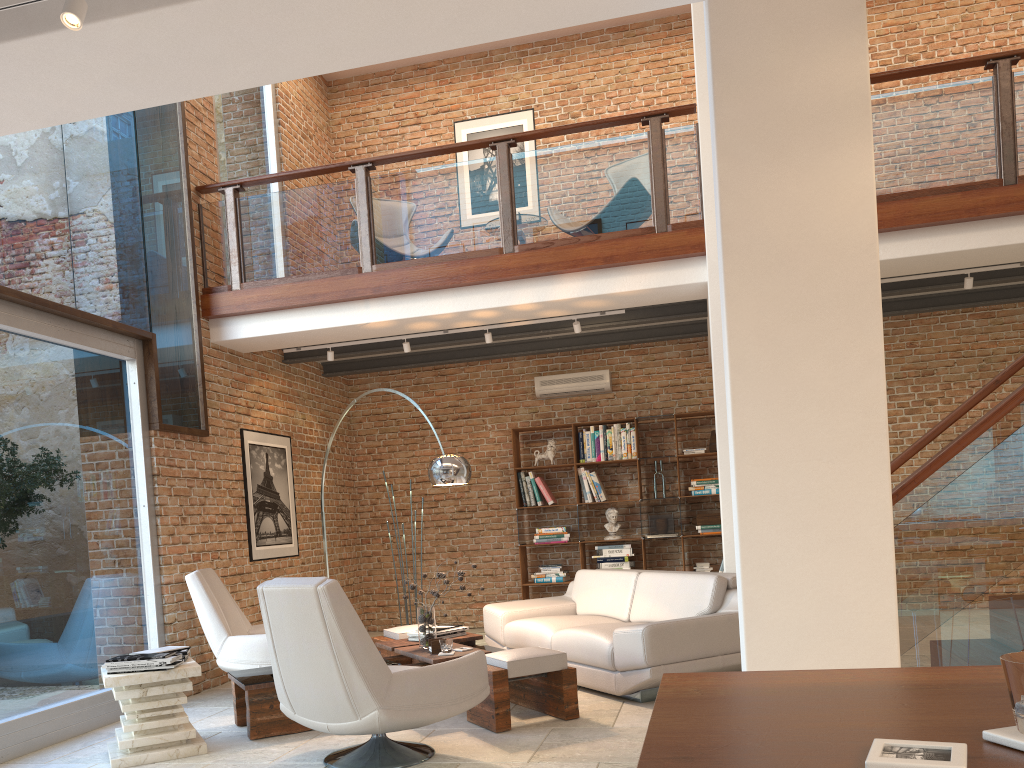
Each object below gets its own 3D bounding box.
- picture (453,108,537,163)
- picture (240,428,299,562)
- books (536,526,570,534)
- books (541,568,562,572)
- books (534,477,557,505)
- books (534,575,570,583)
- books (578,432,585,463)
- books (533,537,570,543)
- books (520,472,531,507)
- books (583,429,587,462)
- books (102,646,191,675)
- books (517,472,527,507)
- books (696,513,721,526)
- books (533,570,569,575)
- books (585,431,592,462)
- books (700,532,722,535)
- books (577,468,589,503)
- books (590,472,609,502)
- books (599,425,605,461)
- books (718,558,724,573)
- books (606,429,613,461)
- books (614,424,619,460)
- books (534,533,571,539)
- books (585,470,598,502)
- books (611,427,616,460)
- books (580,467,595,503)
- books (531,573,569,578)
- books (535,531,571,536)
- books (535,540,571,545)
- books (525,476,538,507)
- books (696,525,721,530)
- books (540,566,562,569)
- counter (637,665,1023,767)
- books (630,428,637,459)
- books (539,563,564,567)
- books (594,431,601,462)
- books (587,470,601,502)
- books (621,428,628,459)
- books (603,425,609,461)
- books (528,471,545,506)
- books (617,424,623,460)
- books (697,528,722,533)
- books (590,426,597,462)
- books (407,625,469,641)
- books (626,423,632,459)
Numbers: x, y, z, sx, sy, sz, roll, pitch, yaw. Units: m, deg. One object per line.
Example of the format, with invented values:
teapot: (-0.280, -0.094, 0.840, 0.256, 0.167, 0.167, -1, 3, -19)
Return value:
picture: (-0.168, -2.367, 9.630, 0.916, 1.191, 0.027, -4, 2, 13)
picture: (-2.254, 1.048, 8.162, 0.027, 1.188, 0.916, -3, -2, 12)
books: (0.448, 1.585, 9.458, 0.328, 0.055, 0.257, -6, -9, 15)
books: (0.432, 2.025, 9.495, 0.206, 0.033, 0.133, -6, -8, 13)
books: (0.370, 1.166, 9.477, 0.195, 0.316, 0.255, -4, -3, 12)
books: (0.440, 2.121, 9.475, 0.328, 0.055, 0.256, -7, -9, 22)
books: (0.765, 0.691, 9.358, 0.056, 0.327, 0.255, -3, -2, 12)
books: (0.435, 1.688, 9.454, 0.380, 0.036, 0.246, -5, -9, 8)
books: (0.172, 1.152, 9.510, 0.091, 0.382, 0.244, -3, -1, 12)
books: (0.801, 0.673, 9.348, 0.021, 0.357, 0.272, -3, -2, 12)
books: (-2.071, 1.591, 5.063, 0.389, 0.079, 0.575, -3, -9, -3)
books: (0.133, 1.155, 9.510, 0.091, 0.382, 0.244, -3, -1, 12)
books: (2.091, 1.406, 9.071, 0.336, 0.118, 0.214, -5, -7, 13)
books: (0.430, 2.048, 9.473, 0.380, 0.018, 0.247, -5, -9, 5)
books: (0.836, 0.681, 9.322, 0.056, 0.327, 0.255, -3, -2, 12)
books: (2.141, 1.546, 9.077, 0.356, 0.020, 0.274, -5, -9, 11)
books: (0.780, 1.093, 9.376, 0.102, 0.381, 0.244, -4, -1, 12)
books: (0.934, 1.101, 9.322, 0.158, 0.327, 0.255, -4, -2, 12)
books: (0.971, 0.640, 9.289, 0.036, 0.381, 0.244, -3, -1, 12)
books: (2.225, 1.787, 9.081, 0.163, 0.370, 0.244, -4, -2, 12)
books: (1.053, 0.658, 9.266, 0.056, 0.327, 0.255, -3, -2, 12)
books: (1.124, 0.628, 9.278, 0.036, 0.381, 0.244, -3, -1, 12)
books: (0.442, 1.650, 9.444, 0.380, 0.036, 0.247, -5, -9, 6)
books: (0.867, 1.100, 9.342, 0.125, 0.346, 0.273, -4, -2, 12)
books: (1.093, 0.642, 9.271, 0.021, 0.357, 0.272, -3, -2, 12)
books: (0.812, 1.087, 9.344, 0.104, 0.381, 0.244, -4, -1, 12)
books: (0.419, 2.078, 9.487, 0.381, 0.036, 0.246, -6, -9, 13)
books: (0.442, 1.624, 9.463, 0.356, 0.020, 0.274, -5, -9, 11)
books: (0.447, 1.717, 9.459, 0.357, 0.020, 0.274, -6, -9, 13)
books: (0.227, 1.174, 9.517, 0.103, 0.332, 0.255, -4, -2, 12)
books: (2.105, 1.481, 9.062, 0.381, 0.036, 0.246, -6, -9, 11)
books: (0.426, 2.000, 9.502, 0.237, 0.018, 0.172, -5, -9, 6)
counter: (0.837, 0.709, 0.130, 1.691, 0.911, 2.517, -5, -8, 12)
books: (1.301, 0.638, 9.241, 0.056, 0.327, 0.255, -3, -2, 12)
books: (0.429, 1.970, 9.480, 0.253, 0.017, 0.163, -6, -9, 13)
books: (0.931, 0.675, 9.320, 0.056, 0.327, 0.255, -3, -2, 12)
books: (0.890, 1.099, 9.347, 0.125, 0.346, 0.273, -4, -2, 12)
books: (1.202, 0.645, 9.241, 0.056, 0.327, 0.255, -3, -2, 12)
books: (1.009, 0.638, 9.290, 0.036, 0.381, 0.244, -3, -1, 12)
books: (0.273, 1.141, 9.474, 0.121, 0.379, 0.244, -4, -1, 12)
books: (1.157, 0.623, 9.256, 0.036, 0.381, 0.244, -3, -1, 12)
books: (2.129, 1.521, 9.093, 0.380, 0.036, 0.246, -5, -9, 8)
books: (0.881, 0.650, 9.315, 0.036, 0.381, 0.244, -3, -1, 12)
books: (-0.543, 1.808, 6.340, 0.401, 0.074, 0.253, 5, -12, -45)
books: (1.248, 0.613, 9.235, 0.036, 0.381, 0.244, -3, -1, 12)
